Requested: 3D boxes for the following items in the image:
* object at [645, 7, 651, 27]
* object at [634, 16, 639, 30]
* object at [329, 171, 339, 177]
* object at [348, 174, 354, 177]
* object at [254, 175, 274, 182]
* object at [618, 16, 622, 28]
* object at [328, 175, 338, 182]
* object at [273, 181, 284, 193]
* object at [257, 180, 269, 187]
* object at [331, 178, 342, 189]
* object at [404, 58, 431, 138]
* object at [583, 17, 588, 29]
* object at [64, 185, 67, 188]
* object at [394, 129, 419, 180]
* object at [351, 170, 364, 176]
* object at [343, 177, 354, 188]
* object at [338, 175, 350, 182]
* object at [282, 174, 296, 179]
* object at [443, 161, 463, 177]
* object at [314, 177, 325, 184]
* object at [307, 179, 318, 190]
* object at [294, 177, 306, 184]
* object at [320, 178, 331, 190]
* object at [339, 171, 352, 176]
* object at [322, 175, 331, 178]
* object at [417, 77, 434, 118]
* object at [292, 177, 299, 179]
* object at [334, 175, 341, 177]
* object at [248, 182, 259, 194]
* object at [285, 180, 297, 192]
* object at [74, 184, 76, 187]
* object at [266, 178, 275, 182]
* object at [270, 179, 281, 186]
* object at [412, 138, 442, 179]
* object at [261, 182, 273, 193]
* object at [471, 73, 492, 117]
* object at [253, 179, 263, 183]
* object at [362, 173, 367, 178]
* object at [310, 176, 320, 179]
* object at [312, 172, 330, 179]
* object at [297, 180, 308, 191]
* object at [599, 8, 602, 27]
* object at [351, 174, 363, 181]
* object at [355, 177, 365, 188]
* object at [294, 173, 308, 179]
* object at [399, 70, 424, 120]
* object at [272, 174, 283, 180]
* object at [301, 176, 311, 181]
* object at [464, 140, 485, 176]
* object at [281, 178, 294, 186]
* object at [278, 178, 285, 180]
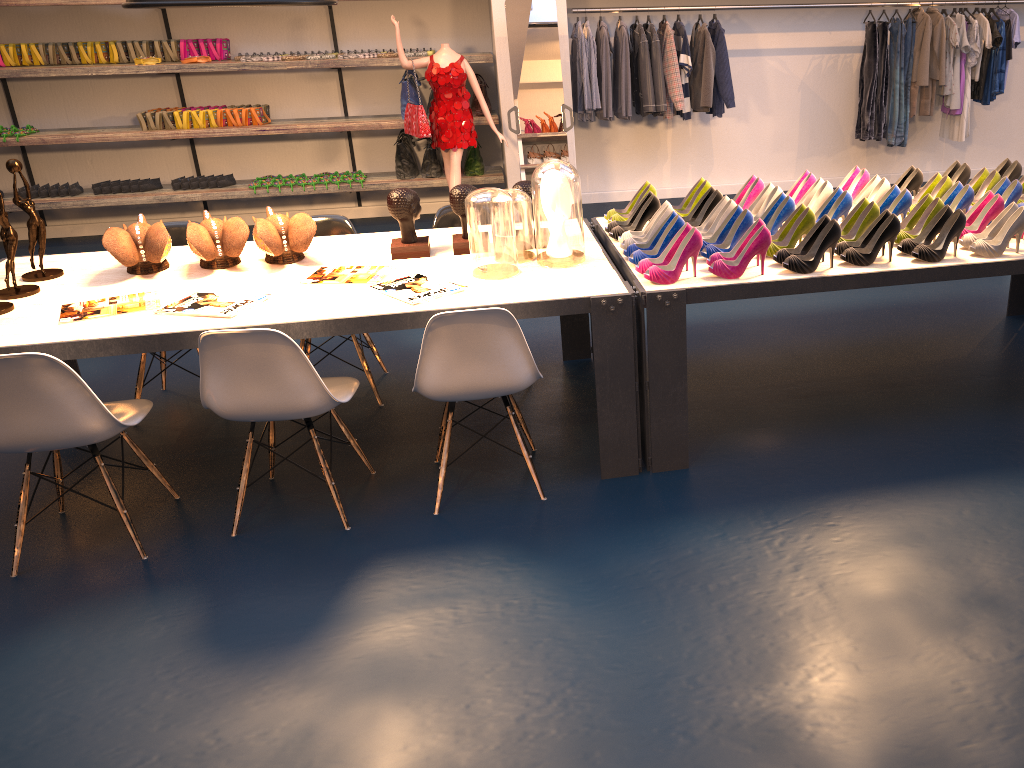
[{"bbox_3d":[1.132,-3.010,7.194,0.010,0.215,0.430,-5,23,-2],"label":"object"},{"bbox_3d":[1.033,-3.000,7.174,0.010,0.215,0.430,-5,23,-2],"label":"object"},{"bbox_3d":[-1.482,-1.747,7.251,0.088,0.073,0.226,-10,25,-17],"label":"object"},{"bbox_3d":[-1.341,-1.706,7.214,0.086,0.057,0.230,-6,24,-8],"label":"object"},{"bbox_3d":[-2.051,-1.679,7.114,0.080,0.052,0.253,9,26,25],"label":"object"},{"bbox_3d":[0.891,-2.986,7.147,0.010,0.215,0.430,-5,23,-2],"label":"object"},{"bbox_3d":[-1.471,-1.681,7.096,0.083,0.066,0.240,-1,23,3],"label":"object"},{"bbox_3d":[-1.867,-1.577,6.941,0.086,0.057,0.230,-6,24,-8],"label":"object"},{"bbox_3d":[-2.014,-1.614,6.964,0.084,0.062,0.239,-2,23,1],"label":"object"},{"bbox_3d":[-1.420,-1.624,7.029,0.086,0.057,0.230,-6,24,-8],"label":"object"},{"bbox_3d":[-0.720,-2.097,6.361,0.097,0.542,0.300,-16,24,-27],"label":"object"},{"bbox_3d":[0.607,-2.954,7.088,0.010,0.215,0.430,-5,23,-2],"label":"object"},{"bbox_3d":[-3.483,-1.545,6.770,0.012,0.022,0.047,-5,23,-3],"label":"object"},{"bbox_3d":[-0.888,-1.921,7.243,0.175,0.383,0.390,0,22,10],"label":"object"},{"bbox_3d":[-1.298,-1.768,7.287,0.091,0.066,0.223,-14,26,-25],"label":"object"},{"bbox_3d":[-1.329,-1.639,7.060,0.086,0.057,0.230,-6,24,-8],"label":"object"},{"bbox_3d":[-1.383,-1.681,7.088,0.085,0.063,0.240,-1,23,3],"label":"object"},{"bbox_3d":[-1.842,-1.700,7.155,0.092,0.071,0.222,-14,27,-26],"label":"object"},{"bbox_3d":[-0.511,-1.926,7.280,0.166,0.349,0.342,-5,22,-3],"label":"object"},{"bbox_3d":[-1.568,-1.660,7.052,0.084,0.062,0.239,-2,23,1],"label":"object"},{"bbox_3d":[-1.607,-1.606,6.998,0.086,0.057,0.230,-6,24,-8],"label":"object"},{"bbox_3d":[-1.735,-1.654,7.044,0.085,0.066,0.241,-1,23,3],"label":"object"},{"bbox_3d":[-1.513,-1.619,7.024,0.086,0.057,0.230,-6,24,-8],"label":"object"},{"bbox_3d":[-1.394,-1.749,7.242,0.092,0.071,0.222,-14,27,-26],"label":"object"},{"bbox_3d":[-1.524,-1.687,7.178,0.086,0.057,0.230,-6,24,-8],"label":"object"},{"bbox_3d":[-0.646,-2.361,7.115,0.217,0.332,0.382,-3,22,3],"label":"object"},{"bbox_3d":[-1.788,-1.659,7.126,0.086,0.057,0.230,-6,24,-8],"label":"object"},{"bbox_3d":[-1.431,-1.691,7.184,0.086,0.057,0.230,-6,24,-8],"label":"object"},{"bbox_3d":[-2.055,-1.560,6.910,0.086,0.057,0.230,-6,24,-8],"label":"object"},{"bbox_3d":[-1.777,-1.592,6.972,0.086,0.057,0.230,-6,24,-8],"label":"object"},{"bbox_3d":[-3.412,-1.552,6.784,0.012,0.022,0.047,-5,23,-3],"label":"object"},{"bbox_3d":[-1.972,-1.640,7.090,0.086,0.057,0.230,-6,24,-8],"label":"object"},{"bbox_3d":[-1.919,-1.634,7.008,0.083,0.066,0.240,-1,23,3],"label":"object"},{"bbox_3d":[-0.710,-1.910,7.273,0.217,0.332,0.382,-3,22,3],"label":"object"},{"bbox_3d":[-1.960,-1.573,6.935,0.086,0.057,0.230,-6,24,-8],"label":"object"},{"bbox_3d":[-0.290,-2.398,7.185,0.217,0.332,0.382,-3,22,3],"label":"object"},{"bbox_3d":[-2.066,-1.627,7.064,0.086,0.057,0.230,-6,24,-8],"label":"object"},{"bbox_3d":[-1.248,-1.710,7.220,0.086,0.057,0.230,-6,24,-8],"label":"object"},{"bbox_3d":[-1.618,-1.674,7.153,0.086,0.057,0.230,-6,24,-8],"label":"object"},{"bbox_3d":[-1.603,-1.725,7.203,0.080,0.052,0.253,9,26,25],"label":"object"},{"bbox_3d":[-1.684,-1.596,6.977,0.086,0.057,0.230,-6,24,-8],"label":"object"},{"bbox_3d":[0.728,-2.969,7.115,0.010,0.215,0.430,-5,23,-2],"label":"object"},{"bbox_3d":[-1.287,-1.701,7.132,0.085,0.066,0.241,-1,23,3],"label":"object"},{"bbox_3d":[-1.237,-1.643,7.066,0.086,0.057,0.230,-6,24,-8],"label":"object"},{"bbox_3d":[-1.746,-1.722,7.199,0.091,0.066,0.223,-14,26,-25],"label":"object"},{"bbox_3d":[-0.824,-2.372,7.085,0.175,0.383,0.390,0,22,10],"label":"object"},{"bbox_3d":[-1.930,-1.700,7.163,0.088,0.073,0.226,-10,25,-17],"label":"object"},{"bbox_3d":[-1.696,-1.663,7.132,0.086,0.057,0.230,-6,24,-8],"label":"object"},{"bbox_3d":[-0.354,-1.947,7.343,0.217,0.332,0.382,-3,22,3],"label":"object"},{"bbox_3d":[-1.831,-1.634,7.000,0.085,0.063,0.240,-1,23,3],"label":"object"},{"bbox_3d":[-1.879,-1.644,7.096,0.086,0.057,0.230,-6,24,-8],"label":"object"}]
